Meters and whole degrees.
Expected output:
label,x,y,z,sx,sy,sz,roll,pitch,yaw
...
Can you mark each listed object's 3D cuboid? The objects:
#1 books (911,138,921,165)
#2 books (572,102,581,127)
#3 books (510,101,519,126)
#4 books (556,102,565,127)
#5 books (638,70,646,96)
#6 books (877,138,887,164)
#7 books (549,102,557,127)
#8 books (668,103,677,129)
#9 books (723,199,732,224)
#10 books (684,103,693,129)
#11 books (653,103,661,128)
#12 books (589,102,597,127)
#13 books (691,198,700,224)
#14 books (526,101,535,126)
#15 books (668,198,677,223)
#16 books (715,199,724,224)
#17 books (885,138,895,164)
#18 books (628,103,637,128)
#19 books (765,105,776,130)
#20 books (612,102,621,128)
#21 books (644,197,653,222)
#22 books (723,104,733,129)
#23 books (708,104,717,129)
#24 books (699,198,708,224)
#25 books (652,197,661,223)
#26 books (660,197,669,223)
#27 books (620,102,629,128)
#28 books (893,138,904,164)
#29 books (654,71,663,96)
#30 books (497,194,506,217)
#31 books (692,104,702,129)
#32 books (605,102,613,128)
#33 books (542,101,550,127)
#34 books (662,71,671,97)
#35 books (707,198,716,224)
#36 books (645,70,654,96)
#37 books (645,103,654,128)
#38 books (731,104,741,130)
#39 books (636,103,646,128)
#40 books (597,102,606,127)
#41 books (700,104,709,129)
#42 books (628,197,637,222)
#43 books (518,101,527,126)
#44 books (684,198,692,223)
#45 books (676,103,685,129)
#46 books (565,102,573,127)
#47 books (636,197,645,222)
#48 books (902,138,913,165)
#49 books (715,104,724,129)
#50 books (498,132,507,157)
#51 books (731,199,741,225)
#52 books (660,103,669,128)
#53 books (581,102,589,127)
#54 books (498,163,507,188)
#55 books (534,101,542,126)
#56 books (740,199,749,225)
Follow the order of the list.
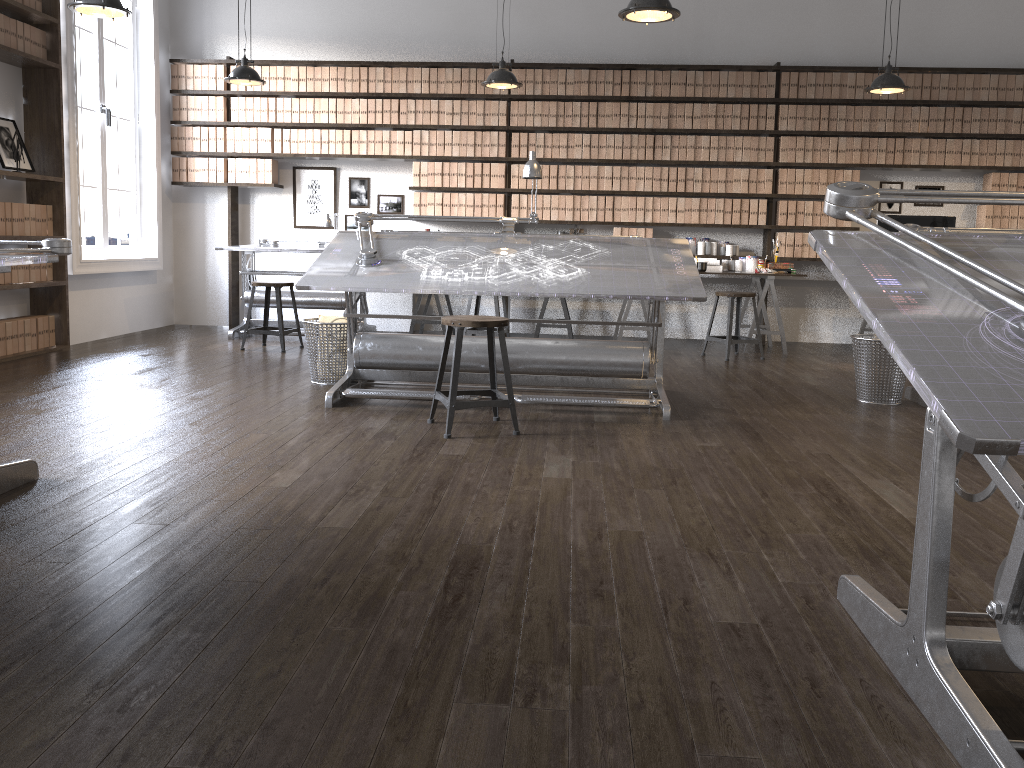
label,x,y,z,sx,sy,sz,roll,pitch,yaw
books,3.494,-2.018,7.729,0.067,0.224,0.175,2,7,4
books,0.576,-2.388,7.899,0.067,0.224,0.175,2,7,4
books,0.027,-2.408,7.941,0.067,0.224,0.175,2,7,4
books,0.435,-2.393,7.912,0.067,0.224,0.175,2,7,4
books,1.142,-2.642,7.829,0.067,0.224,0.175,2,7,4
books,3.209,-2.029,7.750,0.067,0.224,0.175,2,7,4
books,0.367,-2.395,7.911,0.067,0.224,0.175,2,7,4
books,1.414,-2.359,7.848,0.067,0.224,0.175,2,7,4
books,1.911,-1.534,7.900,0.067,0.224,0.175,2,7,4
books,1.554,-2.353,7.832,0.067,0.224,0.175,2,7,4
books,1.278,-2.364,7.854,0.067,0.224,0.175,2,7,4
books,0.722,-2.383,7.888,0.067,0.224,0.175,2,7,4
books,1.631,-1.543,7.912,0.067,0.224,0.175,2,7,4
books,0.166,-2.402,7.926,0.067,0.224,0.175,2,7,4
books,1.429,-1.551,7.927,0.067,0.224,0.175,2,7,4
books,1.839,-1.536,7.900,0.067,0.224,0.175,2,7,4
books,3.280,-2.027,7.750,0.067,0.224,0.175,2,7,4
books,1.069,-2.371,7.867,0.067,0.224,0.175,2,7,4
books,2.259,-2.329,7.788,0.067,0.224,0.175,2,7,4
books,0.924,-2.375,7.873,0.067,0.224,0.175,2,7,4
books,1.220,-1.558,7.943,0.067,0.224,0.175,2,7,4
books,1.893,-2.342,7.814,0.067,0.224,0.175,2,7,4
books,1.755,-2.346,7.818,0.067,0.224,0.175,2,7,4
books,1.698,-1.542,7.914,0.067,0.224,0.175,2,7,4
books,1.290,-1.556,7.942,0.067,0.224,0.175,2,7,4
books,1.359,-1.554,7.936,0.067,0.224,0.175,2,7,4
books,0.996,-2.373,7.868,0.067,0.224,0.175,2,7,4
books,3.355,-2.024,7.740,0.067,0.224,0.175,2,7,4
books,1.284,-2.638,7.827,0.067,0.224,0.175,2,7,4
books,-0.097,-1.605,8.029,0.067,0.224,0.175,2,7,4
books,1.626,-2.351,7.829,0.067,0.224,0.175,2,7,4
books,0.861,-2.378,7.882,0.067,0.224,0.175,2,7,4
books,0.301,-2.398,7.920,0.067,0.224,0.175,2,7,4
books,1.354,-2.635,7.820,0.067,0.224,0.175,2,7,4
books,1.769,-1.539,7.909,0.067,0.224,0.175,2,7,4
books,1.215,-2.640,7.828,0.067,0.224,0.175,2,7,4
books,1.215,-2.365,7.857,0.067,0.224,0.175,2,7,4
books,1.964,-2.339,7.805,0.067,0.224,0.175,2,7,4
books,1.143,-2.368,7.860,0.067,0.224,0.175,2,7,4
books,0.796,-2.381,7.889,0.067,0.224,0.175,2,7,4
books,1.689,-2.349,7.827,0.067,0.224,0.175,2,7,4
books,1.075,-1.563,7.949,0.067,0.224,0.175,2,7,4
books,0.096,-2.405,7.934,0.067,0.224,0.175,2,7,4
books,1.564,-1.546,7.921,0.067,0.224,0.175,2,7,4
books,1.484,-2.356,7.841,0.067,0.224,0.175,2,7,4
books,0.506,-2.391,7.907,0.067,0.224,0.175,2,7,4
books,1.148,-1.560,7.944,0.067,0.224,0.175,2,7,4
books,3.429,-2.022,7.740,0.067,0.224,0.175,2,7,4
books,1.823,-2.344,7.819,0.067,0.224,0.175,2,7,4
books,-0.082,-2.147,7.976,0.067,0.224,0.175,2,7,4
books,1.985,-1.531,7.889,0.067,0.224,0.175,2,7,4
books,1.344,-2.360,7.845,0.067,0.224,0.175,2,7,4
books,0.647,-2.386,7.899,0.067,0.224,0.175,2,7,4
books,-0.086,-1.872,7.999,0.067,0.224,0.175,2,7,4
books,0.238,-2.400,7.923,0.067,0.224,0.175,2,7,4
books,2.059,-1.529,7.890,0.067,0.224,0.175,2,7,4
